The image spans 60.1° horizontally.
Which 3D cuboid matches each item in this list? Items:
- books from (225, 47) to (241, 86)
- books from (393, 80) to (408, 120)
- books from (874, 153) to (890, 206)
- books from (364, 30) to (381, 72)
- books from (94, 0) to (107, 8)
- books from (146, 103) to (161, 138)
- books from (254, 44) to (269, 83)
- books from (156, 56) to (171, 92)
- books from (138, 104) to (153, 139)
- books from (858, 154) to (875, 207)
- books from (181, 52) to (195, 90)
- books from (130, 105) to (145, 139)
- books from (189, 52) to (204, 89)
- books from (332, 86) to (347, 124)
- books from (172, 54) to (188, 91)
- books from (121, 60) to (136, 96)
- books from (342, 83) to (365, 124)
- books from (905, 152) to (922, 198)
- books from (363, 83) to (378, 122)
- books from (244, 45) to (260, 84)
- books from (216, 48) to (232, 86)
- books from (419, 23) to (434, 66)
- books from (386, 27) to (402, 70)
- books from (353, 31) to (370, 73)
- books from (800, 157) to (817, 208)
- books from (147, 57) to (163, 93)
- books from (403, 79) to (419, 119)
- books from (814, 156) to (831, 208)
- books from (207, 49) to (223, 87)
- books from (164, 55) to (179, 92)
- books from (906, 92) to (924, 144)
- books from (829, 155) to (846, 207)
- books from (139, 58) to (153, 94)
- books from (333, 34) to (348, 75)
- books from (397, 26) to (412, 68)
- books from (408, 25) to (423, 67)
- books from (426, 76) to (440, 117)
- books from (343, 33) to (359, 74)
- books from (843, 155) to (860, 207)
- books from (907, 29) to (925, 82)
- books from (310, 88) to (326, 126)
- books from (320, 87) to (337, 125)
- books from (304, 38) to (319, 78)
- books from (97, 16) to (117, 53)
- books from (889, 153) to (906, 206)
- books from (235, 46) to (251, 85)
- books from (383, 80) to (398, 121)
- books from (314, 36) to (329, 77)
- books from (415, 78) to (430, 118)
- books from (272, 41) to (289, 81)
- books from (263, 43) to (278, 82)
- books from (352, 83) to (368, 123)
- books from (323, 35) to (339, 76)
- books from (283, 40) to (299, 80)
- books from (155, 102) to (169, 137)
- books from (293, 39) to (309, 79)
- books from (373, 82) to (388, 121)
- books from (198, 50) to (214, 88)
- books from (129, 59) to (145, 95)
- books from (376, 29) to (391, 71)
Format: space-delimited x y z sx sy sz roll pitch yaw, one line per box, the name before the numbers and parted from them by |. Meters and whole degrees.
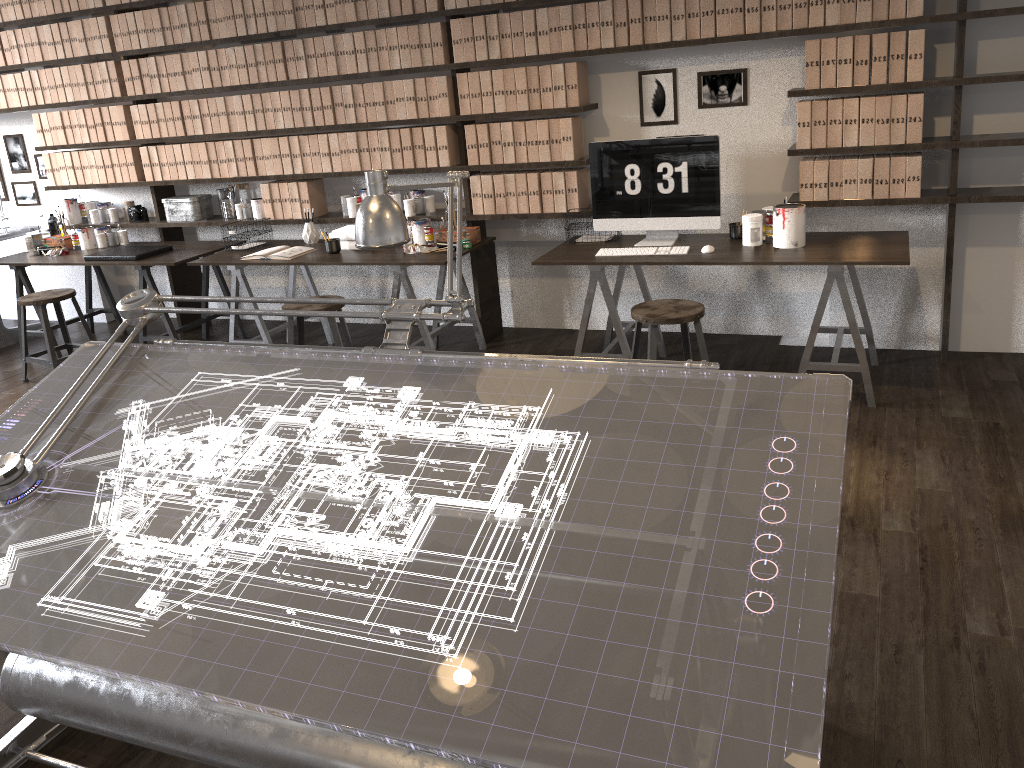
books | -1.647 -1.935 5.402 0.067 0.222 0.177 2 19 23
books | -0.594 -1.617 5.044 0.067 0.222 0.177 2 19 23
books | 1.763 -0.974 4.221 0.067 0.222 0.177 2 19 23
books | -0.749 -1.885 5.022 0.067 0.222 0.177 2 19 23
books | -2.571 -2.502 5.612 0.067 0.222 0.177 2 19 23
books | -2.263 -1.710 5.750 0.067 0.222 0.177 2 19 23
books | -1.455 -1.925 5.321 0.067 0.222 0.177 2 19 23
books | -2.152 -1.965 5.619 0.067 0.222 0.177 2 19 23
books | -2.329 -1.714 5.778 0.067 0.222 0.177 2 19 23
books | 1.697 -0.977 4.245 0.067 0.222 0.177 2 19 23
books | -1.964 -1.954 5.538 0.067 0.222 0.177 2 19 23
books | -2.395 -1.719 5.809 0.067 0.222 0.177 2 19 23
books | -1.906 -1.950 5.512 0.067 0.222 0.177 2 19 23
books | -0.969 -1.639 5.207 0.067 0.222 0.177 2 19 23
books | -2.027 -1.956 5.560 0.067 0.222 0.177 2 19 23
books | -2.419 -1.980 5.734 0.067 0.222 0.177 2 19 23
books | -0.906 -1.634 5.175 0.067 0.222 0.177 2 19 23
books | 1.885 -0.966 4.164 0.067 0.222 0.177 2 19 23
books | -0.774 -1.628 5.124 0.067 0.222 0.177 2 19 23
books | -1.515 -1.927 5.342 0.067 0.222 0.177 2 19 23
books | -1.709 -1.940 5.433 0.067 0.222 0.177 2 19 23
books | -0.435 -1.867 4.888 0.067 0.222 0.177 2 19 23
books | -0.621 -1.877 4.966 0.067 0.222 0.177 2 19 23
books | -0.815 -1.888 5.046 0.067 0.222 0.177 2 19 23
books | 1.456 -0.992 4.352 0.067 0.222 0.177 2 19 23
books | -2.218 -1.967 5.643 0.067 0.222 0.177 2 19 23
books | -0.533 -1.613 5.016 0.067 0.222 0.177 2 19 23
books | 1.516 -0.986 4.321 0.067 0.222 0.177 2 19 23
books | -1.774 -1.943 5.458 0.067 0.222 0.177 2 19 23
books | -2.087 -1.961 5.592 0.067 0.222 0.177 2 19 23
books | 1.860 -1.228 4.090 0.067 0.222 0.177 2 19 23
books | 1.579 -0.985 4.299 0.067 0.222 0.177 2 19 23
books | -2.282 -1.973 5.675 0.067 0.222 0.177 2 19 23
books | -0.938 -1.896 5.102 0.067 0.222 0.177 2 19 23
books | -0.556 -1.873 4.935 0.067 0.222 0.177 2 19 23
books | -0.495 -1.869 4.909 0.067 0.222 0.177 2 19 23
books | -0.402 -1.608 4.967 0.067 0.222 0.177 2 19 23
books | -0.881 -1.892 5.076 0.067 0.222 0.177 2 19 23
books | 1.637 -0.981 4.273 0.067 0.222 0.177 2 19 23
books | 1.830 -1.486 4.013 0.067 0.222 0.177 2 19 23
books | -1.107 -1.647 5.266 0.067 0.222 0.177 2 19 23
books | -1.041 -1.641 5.232 0.067 0.222 0.177 2 19 23
books | -1.126 -1.907 5.184 0.067 0.222 0.177 2 19 23
books | -2.553 -2.243 5.696 0.067 0.222 0.177 2 19 23
books | 1.828 -0.971 4.196 0.067 0.222 0.177 2 19 23
books | -1.581 -1.930 5.371 0.067 0.222 0.177 2 19 23
books | -0.651 -1.621 5.070 0.067 0.222 0.177 2 19 23
books | -1.061 -1.903 5.156 0.067 0.222 0.177 2 19 23
books | -0.467 -1.611 4.992 0.067 0.222 0.177 2 19 23
books | -1.328 -1.917 5.264 0.067 0.222 0.177 2 19 23
books | -1.394 -1.922 5.298 0.067 0.222 0.177 2 19 23
books | -0.839 -1.632 5.151 0.067 0.222 0.177 2 19 23
books | -1.001 -1.898 5.124 0.067 0.222 0.177 2 19 23
books | -1.257 -1.915 5.240 0.067 0.222 0.177 2 19 23
books | -2.203 -1.708 5.729 0.067 0.222 0.177 2 19 23
books | -1.193 -1.909 5.208 0.067 0.222 0.177 2 19 23
books | -0.714 -1.623 5.092 0.067 0.222 0.177 2 19 23
books | -1.840 -1.946 5.482 0.067 0.222 0.177 2 19 23
books | -2.353 -1.975 5.700 0.067 0.222 0.177 2 19 23
books | -0.684 -1.882 4.997 0.067 0.222 0.177 2 19 23
